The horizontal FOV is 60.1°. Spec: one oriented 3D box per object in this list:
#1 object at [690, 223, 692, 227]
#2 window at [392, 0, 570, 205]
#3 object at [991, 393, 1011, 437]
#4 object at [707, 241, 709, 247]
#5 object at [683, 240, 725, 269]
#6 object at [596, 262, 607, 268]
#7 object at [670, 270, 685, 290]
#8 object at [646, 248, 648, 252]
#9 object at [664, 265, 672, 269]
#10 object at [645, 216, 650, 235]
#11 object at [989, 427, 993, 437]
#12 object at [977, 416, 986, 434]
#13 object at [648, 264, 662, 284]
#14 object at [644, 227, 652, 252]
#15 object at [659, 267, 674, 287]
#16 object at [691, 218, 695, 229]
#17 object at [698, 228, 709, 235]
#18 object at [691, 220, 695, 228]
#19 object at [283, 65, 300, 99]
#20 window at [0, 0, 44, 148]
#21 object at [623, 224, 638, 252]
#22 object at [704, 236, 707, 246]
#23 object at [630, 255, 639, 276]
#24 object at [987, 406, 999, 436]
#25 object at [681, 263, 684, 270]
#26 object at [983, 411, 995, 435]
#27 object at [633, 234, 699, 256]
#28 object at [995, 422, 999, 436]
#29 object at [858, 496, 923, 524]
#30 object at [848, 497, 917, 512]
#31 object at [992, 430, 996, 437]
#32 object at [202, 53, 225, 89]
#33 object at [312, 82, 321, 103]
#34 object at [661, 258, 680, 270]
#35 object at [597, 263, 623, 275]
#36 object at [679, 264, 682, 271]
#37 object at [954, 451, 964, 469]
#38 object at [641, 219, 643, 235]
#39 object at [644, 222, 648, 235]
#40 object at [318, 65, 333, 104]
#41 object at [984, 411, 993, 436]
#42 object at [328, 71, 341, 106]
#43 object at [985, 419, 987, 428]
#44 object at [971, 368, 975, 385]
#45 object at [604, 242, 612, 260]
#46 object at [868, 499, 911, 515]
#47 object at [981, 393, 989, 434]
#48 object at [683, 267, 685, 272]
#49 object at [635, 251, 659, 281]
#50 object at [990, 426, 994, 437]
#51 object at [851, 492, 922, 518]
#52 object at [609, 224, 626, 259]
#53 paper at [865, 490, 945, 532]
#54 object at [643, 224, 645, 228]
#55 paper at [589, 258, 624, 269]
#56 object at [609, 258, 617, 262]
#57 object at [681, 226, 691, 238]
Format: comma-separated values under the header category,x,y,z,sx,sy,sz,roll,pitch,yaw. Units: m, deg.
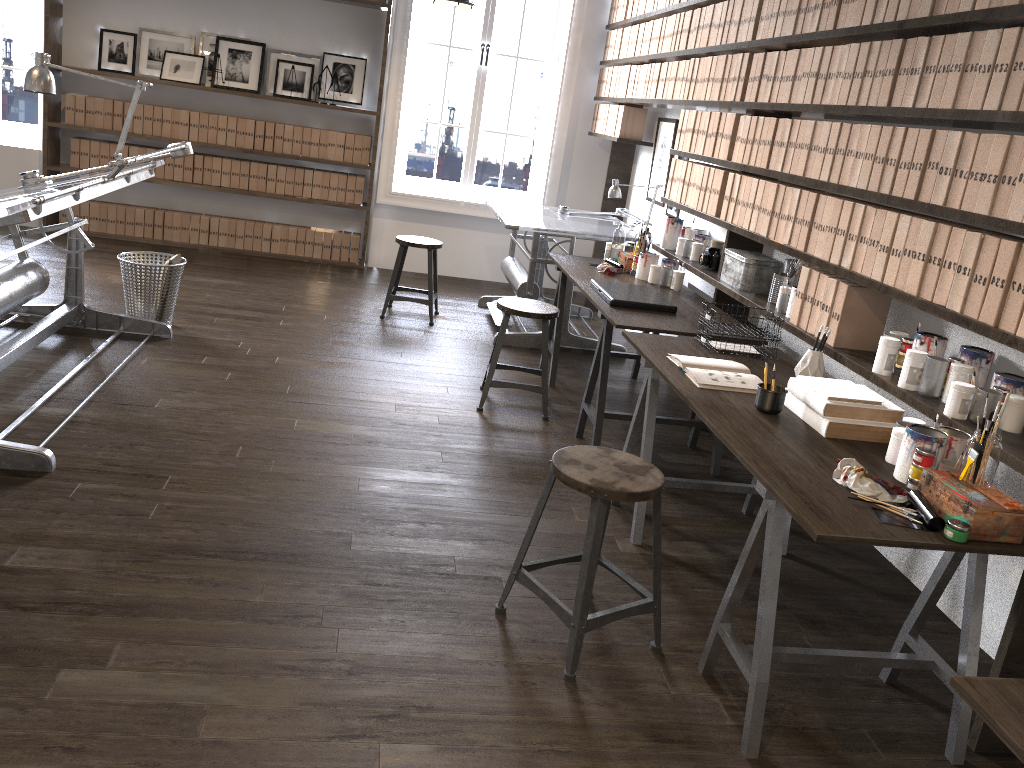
category,x,y,z,sx,sy,sz,roll,pitch,yaw
object,1.010,-0.863,5.116,0.040,0.140,0.005,4,15,-19
window,-0.224,-2.600,7.057,1.243,2.281,0.155,6,15,-9
object,1.113,0.126,2.054,0.020,0.225,0.007,14,16,21
object,1.052,-0.725,4.785,0.004,0.102,0.035,11,15,9
object,1.021,-0.672,4.636,0.236,0.159,0.108,-7,22,-42
object,0.495,-0.655,4.894,0.011,0.017,0.173,15,18,20
object,0.850,-0.533,4.547,0.062,0.093,0.062,21,20,38
object,0.729,-0.670,4.840,0.005,0.146,0.033,6,15,-9
object,0.808,-0.568,4.638,0.044,0.100,0.045,6,15,-10
object,0.731,-0.814,4.883,0.021,0.225,0.007,9,15,2
object,1.095,0.164,2.054,0.005,0.146,0.033,18,17,32
object,1.085,0.153,2.068,0.038,0.151,0.008,21,19,38
object,0.747,-0.574,4.629,0.062,0.093,0.062,17,18,29
object,0.757,-0.785,5.089,0.068,0.227,0.070,5,15,-12
object,0.797,-0.552,4.583,0.063,0.092,0.063,21,20,38
object,1.025,-0.867,5.100,0.033,0.182,0.005,4,15,-16
object,1.091,-0.825,5.090,0.071,0.129,0.070,20,19,36
object,1.017,-0.866,5.092,0.041,0.160,0.005,4,15,-17
object,-1.703,-2.334,6.856,0.124,0.257,0.040,6,15,-9
window,-4.129,-3.018,6.530,1.481,2.466,0.155,6,15,-9
object,0.675,-0.797,5.074,0.068,0.234,0.070,5,15,-12
object,1.036,-0.733,4.779,0.004,0.132,0.030,12,15,11
object,0.673,-0.640,4.787,0.049,0.110,0.050,5,15,-13
object,1.107,0.141,2.069,0.006,0.180,0.053,18,17,31
object,0.872,-0.567,4.602,0.004,0.132,0.030,5,15,-14
object,1.085,0.146,2.056,0.021,0.178,0.006,11,15,9
object,0.844,-0.746,4.866,0.345,0.144,0.078,12,16,12
object,1.107,0.162,2.056,0.006,0.155,0.005,-6,21,-45
object,0.881,0.293,2.067,0.005,0.005,0.159,-6,22,-42
object,0.869,0.282,2.081,0.157,0.006,0.006,12,16,10
object,1.100,0.168,2.055,0.011,0.133,0.005,11,15,10
object,-2.269,-2.388,6.750,0.174,0.257,0.040,6,15,-9
object,-1.518,-2.262,6.873,0.066,0.163,0.040,6,15,-10
object,0.833,-0.596,4.700,0.094,0.126,0.096,7,16,-6
object,0.520,-0.630,4.788,0.132,0.050,0.199,14,18,18
object,0.866,-0.571,4.609,0.005,0.116,0.036,5,15,-15
object,1.084,0.214,2.176,0.005,0.128,0.040,6,15,-11
object,0.708,-0.807,4.878,0.007,0.211,0.055,15,16,24
object,0.722,-0.799,4.877,0.006,0.190,0.056,6,15,-11
object,-1.454,-2.333,6.900,0.118,0.300,0.040,6,15,-9
object,1.093,0.144,2.056,0.008,0.184,0.072,18,17,31
object,-1.392,-2.315,6.943,0.110,0.259,0.040,6,15,-9
object,1.106,0.159,2.072,0.005,0.150,0.045,1,17,-27
object,1.284,0.020,2.480,0.029,0.133,0.004,5,15,-14
object,0.574,-0.765,5.143,0.068,0.103,0.069,7,15,-5
object,0.879,0.287,2.085,0.120,0.006,0.008,22,21,38
object,1.095,0.127,2.071,0.007,0.211,0.056,8,15,-3
object,0.885,-0.561,4.615,0.004,0.102,0.035,4,15,-17
object,0.722,-0.628,4.727,0.104,0.140,0.106,4,16,-17
object,1.104,0.162,2.067,0.005,0.134,0.005,8,15,-1
object,0.876,0.281,2.076,0.011,0.017,0.173,-4,21,-39
object,0.604,-0.801,5.063,0.068,0.227,0.070,5,15,-12
paper,0.910,0.284,2.058,0.137,0.038,0.157,10,17,5
object,0.707,-0.798,4.901,0.022,0.178,0.006,12,15,13
paper,0.523,-0.666,4.918,0.137,0.038,0.157,1,19,-23
object,0.570,-0.696,5.034,0.049,0.037,0.050,5,17,-13
object,0.984,-0.825,5.035,0.051,0.138,0.051,6,15,-12
